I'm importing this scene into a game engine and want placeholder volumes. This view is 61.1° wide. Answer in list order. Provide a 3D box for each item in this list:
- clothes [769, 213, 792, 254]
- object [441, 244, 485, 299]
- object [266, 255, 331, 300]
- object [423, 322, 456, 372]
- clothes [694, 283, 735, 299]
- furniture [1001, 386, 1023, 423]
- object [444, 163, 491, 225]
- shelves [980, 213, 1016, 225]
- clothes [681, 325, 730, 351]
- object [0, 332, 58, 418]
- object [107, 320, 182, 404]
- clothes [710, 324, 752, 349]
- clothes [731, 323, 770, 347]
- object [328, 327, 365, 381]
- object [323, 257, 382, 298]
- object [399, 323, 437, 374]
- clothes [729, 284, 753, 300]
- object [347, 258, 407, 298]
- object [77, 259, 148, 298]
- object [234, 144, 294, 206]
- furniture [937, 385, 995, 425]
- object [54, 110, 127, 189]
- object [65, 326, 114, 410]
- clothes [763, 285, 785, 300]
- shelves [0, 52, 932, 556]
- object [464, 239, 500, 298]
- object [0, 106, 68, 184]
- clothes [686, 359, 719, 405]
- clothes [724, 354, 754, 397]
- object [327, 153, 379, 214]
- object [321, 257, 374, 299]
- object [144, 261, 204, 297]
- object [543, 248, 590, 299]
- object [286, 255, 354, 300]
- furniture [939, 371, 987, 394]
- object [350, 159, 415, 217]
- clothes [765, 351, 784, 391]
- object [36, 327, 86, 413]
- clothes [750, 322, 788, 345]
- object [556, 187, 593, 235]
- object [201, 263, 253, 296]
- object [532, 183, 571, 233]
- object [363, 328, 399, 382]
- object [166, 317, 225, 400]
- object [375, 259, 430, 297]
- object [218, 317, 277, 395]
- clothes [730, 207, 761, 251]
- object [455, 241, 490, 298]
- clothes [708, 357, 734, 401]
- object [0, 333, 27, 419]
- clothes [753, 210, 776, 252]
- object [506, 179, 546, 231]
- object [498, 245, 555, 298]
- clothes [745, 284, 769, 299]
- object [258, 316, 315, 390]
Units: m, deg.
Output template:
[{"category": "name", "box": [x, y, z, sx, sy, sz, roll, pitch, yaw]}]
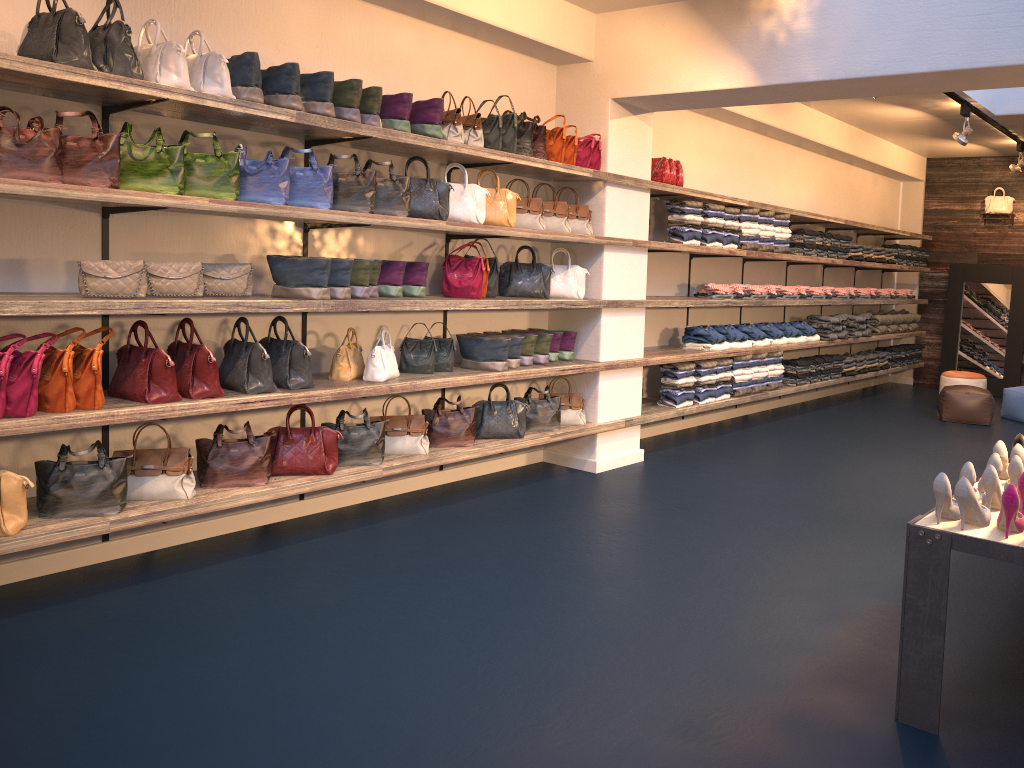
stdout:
[{"category": "clothes", "box": [2.767, -1.593, 9.153, 0.361, 0.453, 0.248, -2, 6, -38]}, {"category": "object", "box": [-0.325, -0.744, 5.723, 0.264, 0.360, 0.205, 0, 6, -26]}, {"category": "object", "box": [-1.144, -0.572, 4.673, 0.397, 0.230, 0.188, 5, 6, 19]}, {"category": "object", "box": [-0.483, -0.237, 5.656, 0.241, 0.327, 0.107, 2, 4, -8]}, {"category": "clothes", "box": [1.974, -0.898, 8.433, 0.341, 0.158, 0.329, -1, 8, -29]}, {"category": "furniture", "box": [6.350, 0.241, 10.569, 0.674, 0.420, 0.628, 1, 7, -12]}, {"category": "object", "box": [-0.352, -1.221, 5.567, 0.445, 0.384, 0.185, 1, 5, -16]}, {"category": "shelves", "box": [7.105, -2.413, 12.709, 0.417, 0.156, 0.266, 9, 9, 38]}, {"category": "clothes", "box": [1.824, -0.445, 8.296, 0.392, 0.239, 0.465, 9, 9, 39]}, {"category": "object", "box": [-2.067, -0.036, 3.615, 0.285, 0.340, 0.235, 1, 6, -20]}, {"category": "object", "box": [-1.735, -0.110, 4.121, 0.397, 0.384, 0.207, 6, 6, 30]}, {"category": "clothes", "box": [2.135, -0.481, 8.664, 0.464, 0.239, 0.392, -2, 9, -35]}, {"category": "clothes", "box": [2.419, -0.513, 8.996, 0.392, 0.239, 0.465, 9, 9, 39]}, {"category": "object", "box": [-0.967, -0.184, 5.153, 0.151, 0.307, 0.349, 3, 6, 10]}, {"category": "object", "box": [-0.967, -0.637, 5.214, 0.399, 0.234, 0.187, 5, 6, 17]}, {"category": "object", "box": [-0.595, -0.224, 5.519, 0.241, 0.327, 0.107, 2, 4, -8]}, {"category": "clothes", "box": [2.227, -0.928, 8.696, 0.296, 0.154, 0.381, 8, 9, 34]}, {"category": "object", "box": [-0.846, -0.653, 5.370, 0.403, 0.234, 0.185, 4, 6, 12]}, {"category": "object", "box": [-1.793, -0.478, 3.901, 0.286, 0.174, 0.098, 0, 6, -23]}, {"category": "object", "box": [-1.318, -1.071, 4.463, 0.398, 0.303, 0.177, 0, 6, -23]}, {"category": "furniture", "box": [5.393, 0.226, 10.314, 0.613, 0.420, 0.688, 6, 8, 23]}, {"category": "object", "box": [-1.895, -1.019, 3.766, 0.375, 0.337, 0.218, 3, 5, 1]}, {"category": "object", "box": [-1.919, -0.072, 3.858, 0.248, 0.360, 0.219, 3, 5, 0]}, {"category": "clothes", "box": [2.735, -0.987, 9.293, 0.296, 0.154, 0.381, 8, 9, 34]}, {"category": "shelves", "box": [3.174, -0.020, 4.279, 7.989, 2.213, 18.260, 9, 10, 39]}, {"category": "object", "box": [-0.228, -0.805, 6.015, 0.289, 0.408, 0.139, 3, 4, 7]}, {"category": "object", "box": [-2.049, -0.987, 3.605, 0.176, 0.303, 0.401, 5, 7, 29]}, {"category": "clothes", "box": [1.753, -0.029, 8.087, 0.346, 0.408, 0.234, -3, 7, -44]}, {"category": "clothes", "box": [2.237, -0.105, 8.680, 0.361, 0.453, 0.248, -2, 6, -38]}, {"category": "object", "box": [-0.942, -1.123, 4.858, 0.373, 0.337, 0.219, 3, 5, 3]}, {"category": "object", "box": [-0.993, -0.611, 5.022, 0.403, 0.234, 0.185, 4, 6, 12]}, {"category": "object", "box": [-1.634, -0.510, 4.187, 0.291, 0.174, 0.096, -2, 7, -34]}, {"category": "object", "box": [0.377, -0.840, 6.587, 0.438, 0.384, 0.188, 2, 5, -10]}, {"category": "object", "box": [-1.072, -0.592, 4.840, 0.406, 0.230, 0.184, 4, 6, 10]}, {"category": "furniture", "box": [5.838, 0.087, 11.248, 0.535, 0.477, 0.630, 8, 9, 42]}, {"category": "object", "box": [-0.763, -1.143, 5.062, 0.390, 0.337, 0.210, 1, 5, -12]}, {"category": "clothes", "box": [2.722, -0.160, 9.251, 0.361, 0.453, 0.248, -2, 6, -38]}, {"category": "object", "box": [-1.999, -0.063, 3.764, 0.248, 0.360, 0.219, 3, 5, 0]}, {"category": "clothes", "box": [2.709, -0.546, 9.336, 0.392, 0.239, 0.465, 9, 9, 39]}, {"category": "object", "box": [0.423, -1.309, 6.571, 0.397, 0.365, 0.173, 1, 5, -12]}, {"category": "object", "box": [-1.478, -0.542, 4.469, 0.290, 0.174, 0.096, -1, 6, -32]}, {"category": "object", "box": [0.245, -1.288, 6.362, 0.397, 0.365, 0.173, 1, 5, -12]}, {"category": "object", "box": [-0.777, -0.182, 5.210, 0.151, 0.307, 0.349, 3, 6, 10]}, {"category": "object", "box": [-1.584, -0.136, 4.301, 0.393, 0.384, 0.209, 7, 7, 37]}, {"category": "object", "box": [-0.715, -0.672, 5.551, 0.397, 0.234, 0.188, 5, 6, 19]}, {"category": "object", "box": [-1.380, -0.158, 4.528, 0.393, 0.384, 0.209, 8, 7, 39]}, {"category": "clothes", "box": [2.282, -1.537, 8.582, 0.361, 0.453, 0.248, -2, 6, -38]}, {"category": "object", "box": [-0.297, -0.776, 5.871, 0.271, 0.383, 0.212, 0, 6, -29]}, {"category": "clothes", "box": [1.967, -0.059, 8.376, 0.346, 0.408, 0.234, -3, 7, -44]}, {"category": "object", "box": [-2.147, -0.027, 3.522, 0.285, 0.340, 0.235, 1, 6, -20]}, {"category": "clothes", "box": [2.513, -1.564, 8.853, 0.361, 0.453, 0.249, -2, 6, -38]}, {"category": "object", "box": [0.048, -1.266, 6.131, 0.397, 0.365, 0.173, 1, 5, -12]}, {"category": "object", "box": [0.106, -0.823, 6.369, 0.448, 0.384, 0.183, 1, 5, -19]}, {"category": "clothes", "box": [2.483, -0.956, 9.030, 0.341, 0.158, 0.329, -1, 8, -29]}, {"category": "object", "box": [-1.238, -0.178, 4.725, 0.396, 0.384, 0.207, 6, 6, 31]}]
